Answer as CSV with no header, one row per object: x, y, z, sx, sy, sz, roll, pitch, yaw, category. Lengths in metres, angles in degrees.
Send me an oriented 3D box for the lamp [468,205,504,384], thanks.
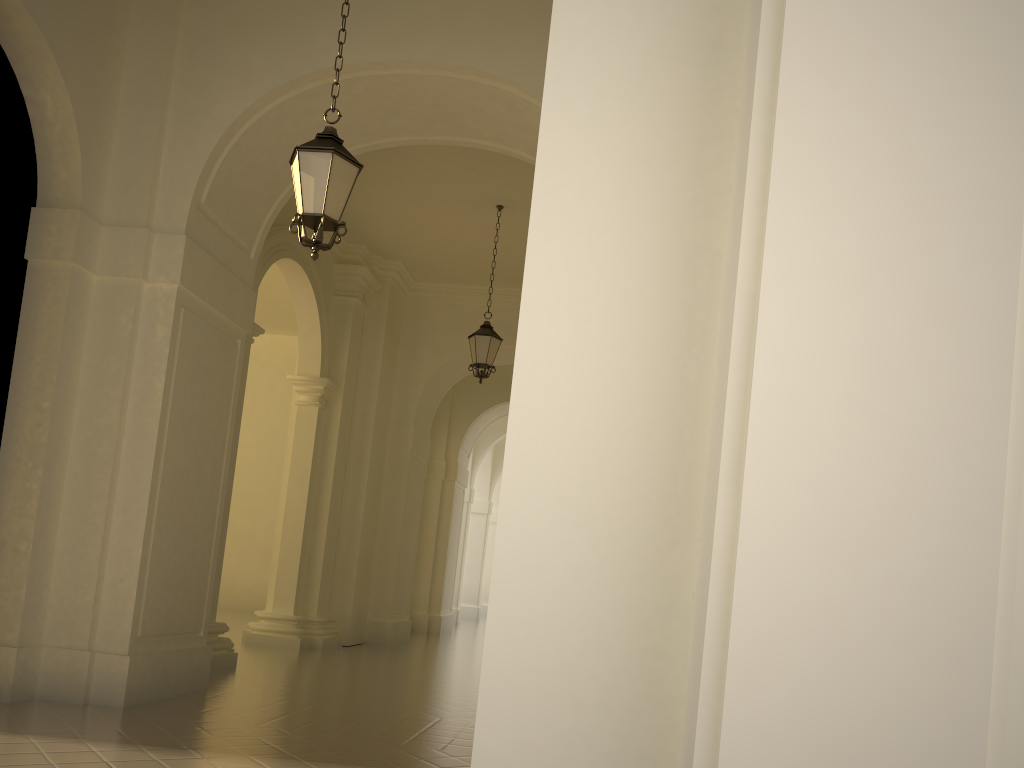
-0.304,-1.251,12.248,0.440,2.536,0.518,3,-5,38,lamp

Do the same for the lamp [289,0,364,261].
-1.110,-2.418,5.797,0.446,3.271,0.512,8,-4,-22,lamp
